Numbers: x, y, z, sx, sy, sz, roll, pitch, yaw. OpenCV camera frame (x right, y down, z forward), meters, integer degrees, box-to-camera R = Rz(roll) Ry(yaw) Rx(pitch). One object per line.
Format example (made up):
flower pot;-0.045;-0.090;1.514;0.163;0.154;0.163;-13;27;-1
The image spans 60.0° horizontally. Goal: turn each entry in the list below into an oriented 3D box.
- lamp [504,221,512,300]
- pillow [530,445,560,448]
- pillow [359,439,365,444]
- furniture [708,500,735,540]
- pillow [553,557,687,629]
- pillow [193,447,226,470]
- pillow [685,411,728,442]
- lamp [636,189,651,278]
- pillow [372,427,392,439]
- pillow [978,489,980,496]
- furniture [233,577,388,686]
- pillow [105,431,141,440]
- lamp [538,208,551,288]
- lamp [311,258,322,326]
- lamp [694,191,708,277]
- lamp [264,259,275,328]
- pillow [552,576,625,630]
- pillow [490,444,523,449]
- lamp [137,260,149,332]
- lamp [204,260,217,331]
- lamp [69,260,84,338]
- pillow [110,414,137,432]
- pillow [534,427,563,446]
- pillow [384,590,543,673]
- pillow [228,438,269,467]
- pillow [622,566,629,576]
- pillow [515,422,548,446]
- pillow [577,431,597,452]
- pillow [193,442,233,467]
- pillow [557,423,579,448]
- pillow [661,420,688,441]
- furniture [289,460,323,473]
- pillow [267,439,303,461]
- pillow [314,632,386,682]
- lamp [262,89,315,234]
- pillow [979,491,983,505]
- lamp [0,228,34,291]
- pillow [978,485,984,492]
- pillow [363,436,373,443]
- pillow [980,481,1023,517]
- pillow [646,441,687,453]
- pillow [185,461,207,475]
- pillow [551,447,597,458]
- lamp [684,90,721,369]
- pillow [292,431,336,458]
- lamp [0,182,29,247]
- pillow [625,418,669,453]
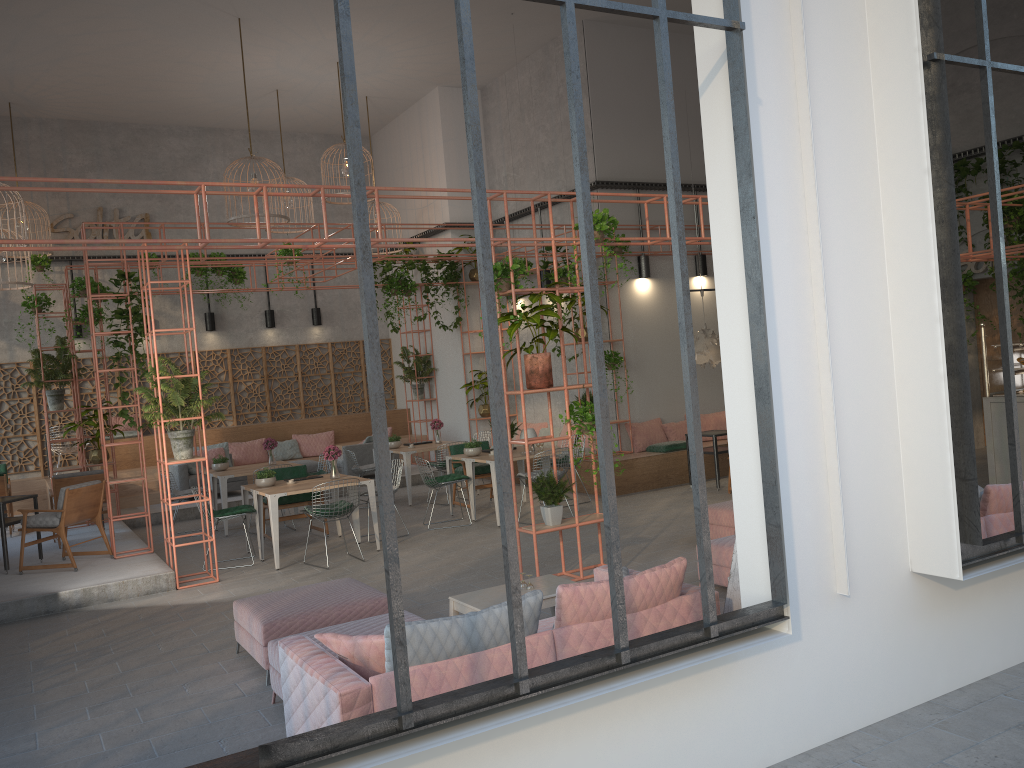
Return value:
lamp;-0.068;-2.265;16.200;0.185;1.425;0.179;-6;1;-30
pillow;0.471;1.123;15.020;0.491;0.149;0.637;-6;1;-29
pillow;-2.769;1.135;16.622;0.479;0.317;0.441;-4;1;42
furniture;2.511;1.382;8.837;0.976;0.446;0.941;-6;1;-30
pillow;0.559;1.202;4.685;0.839;0.474;0.276;-6;1;-29
pillow;-5.375;1.344;15.655;0.666;0.385;0.289;-6;1;-29
pillow;3.290;0.699;14.650;0.839;0.474;0.276;-5;1;-9
lamp;2.075;-2.416;14.241;0.179;1.425;0.185;-6;1;-30
pillow;-2.485;1.045;16.650;0.273;0.476;0.836;-6;1;-29
pillow;2.830;0.983;5.991;0.836;0.476;0.273;-6;1;-29
furniture;-1.472;1.770;6.569;0.976;0.446;0.941;-6;1;-30
pillow;-7.207;0.951;16.348;0.637;0.149;0.491;-6;1;-29
lamp;0.528;-2.298;15.149;0.185;1.425;0.179;-6;1;-30
lamp;-4.155;-1.947;18.636;0.179;1.436;0.185;-6;1;-30
lamp;3.121;-2.518;14.837;0.179;1.425;0.185;-6;1;-30
lamp;-5.003;-1.865;18.153;0.185;1.436;0.185;-5;1;11
pillow;0.499;1.237;4.823;0.666;0.385;0.289;-6;1;-29
pillow;-0.045;1.152;15.932;0.491;0.149;0.637;-6;1;-29
lamp;-7.093;-1.661;16.963;0.185;1.436;0.185;-5;1;11
lamp;-6.033;-1.765;17.567;0.185;1.436;0.185;-5;1;11
lamp;-8.102;-1.563;16.388;0.185;1.436;0.185;-5;1;11
pillow;-7.287;0.747;16.629;0.499;0.324;0.307;-5;1;-14
pillow;0.643;0.961;15.505;0.289;0.385;0.666;-6;1;-34
pillow;-0.231;1.281;4.248;0.836;0.476;0.273;-6;1;-29
pillow;-5.040;1.311;16.955;0.839;0.474;0.276;-6;1;-39
pillow;0.561;1.275;5.202;0.307;0.324;0.500;-5;1;6
pillow;0.341;0.928;16.073;0.276;0.474;0.839;-6;1;-39
pillow;1.275;0.926;14.390;0.289;0.385;0.666;-6;1;-34
pillow;-5.440;1.316;15.792;0.839;0.474;0.276;-6;1;-29
pillow;0.935;0.897;14.938;0.276;0.474;0.839;-5;1;-9
pillow;2.731;0.799;14.355;0.666;0.385;0.289;-6;1;-34
furniture;-3.957;1.616;15.801;0.975;0.446;0.941;-6;1;-30
pillow;-4.443;1.300;17.269;0.666;0.385;0.289;-6;1;-34
pillow;-0.674;1.364;4.366;0.495;0.349;0.308;-5;1;20
lamp;-4.139;-4.512;15.920;0.883;3.476;0.883;-5;1;23
pillow;3.560;0.939;6.566;0.666;0.385;0.289;-6;1;-29
lamp;-8.248;-3.264;14.049;0.883;3.476;0.883;-5;1;23
pillow;3.621;0.977;6.945;0.307;0.324;0.500;-5;1;6
pillow;-2.596;1.109;16.202;0.308;0.349;0.495;-5;1;20
pillow;3.620;0.904;6.428;0.839;0.474;0.276;-6;1;-29
pillow;2.477;0.972;13.744;0.637;0.149;0.491;-6;1;-29
pillow;-5.427;1.406;15.278;0.307;0.324;0.499;-5;1;6
pillow;0.972;1.096;14.136;0.491;0.149;0.637;-6;1;-29
lamp;4.228;-2.375;13.708;4.456;4.052;0.704;-6;1;-30
pillow;-3.931;1.203;17.587;0.839;0.474;0.276;-5;1;-9
lamp;-7.649;-3.730;12.814;0.883;3.476;0.883;-5;1;23
pillow;2.160;0.808;14.056;0.839;0.474;0.276;-6;1;-39
